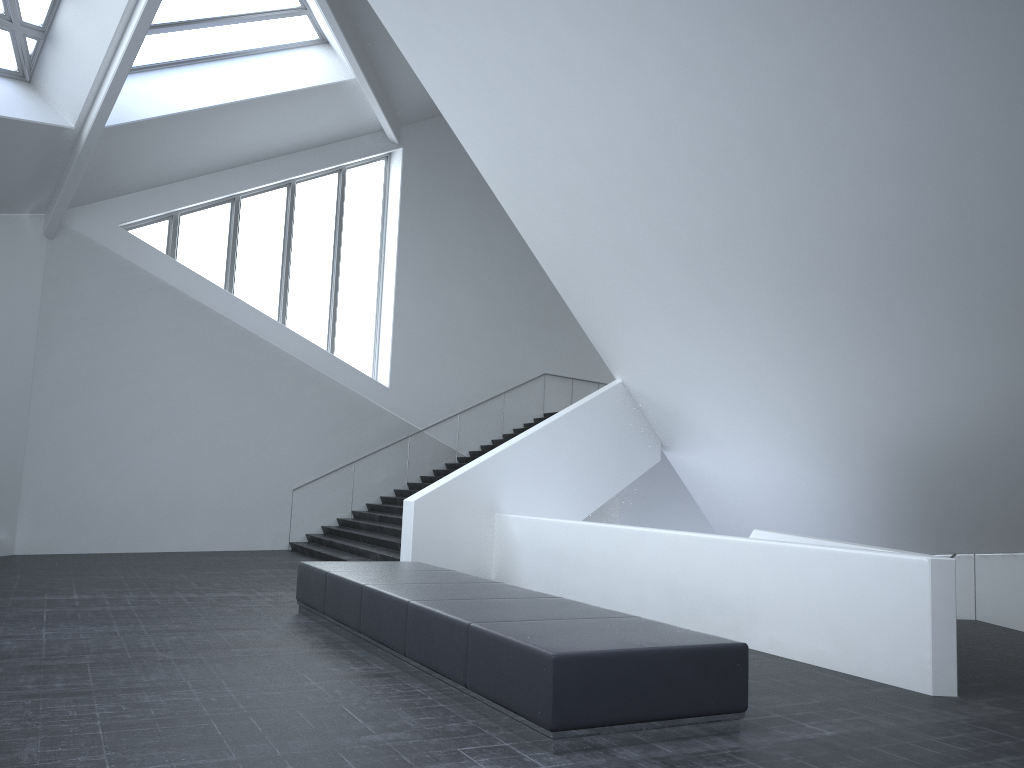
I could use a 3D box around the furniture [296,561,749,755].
[{"bbox_3d":[-0.462,2.148,7.944,1.488,0.580,5.742,6,-7,-27],"label":"furniture"}]
